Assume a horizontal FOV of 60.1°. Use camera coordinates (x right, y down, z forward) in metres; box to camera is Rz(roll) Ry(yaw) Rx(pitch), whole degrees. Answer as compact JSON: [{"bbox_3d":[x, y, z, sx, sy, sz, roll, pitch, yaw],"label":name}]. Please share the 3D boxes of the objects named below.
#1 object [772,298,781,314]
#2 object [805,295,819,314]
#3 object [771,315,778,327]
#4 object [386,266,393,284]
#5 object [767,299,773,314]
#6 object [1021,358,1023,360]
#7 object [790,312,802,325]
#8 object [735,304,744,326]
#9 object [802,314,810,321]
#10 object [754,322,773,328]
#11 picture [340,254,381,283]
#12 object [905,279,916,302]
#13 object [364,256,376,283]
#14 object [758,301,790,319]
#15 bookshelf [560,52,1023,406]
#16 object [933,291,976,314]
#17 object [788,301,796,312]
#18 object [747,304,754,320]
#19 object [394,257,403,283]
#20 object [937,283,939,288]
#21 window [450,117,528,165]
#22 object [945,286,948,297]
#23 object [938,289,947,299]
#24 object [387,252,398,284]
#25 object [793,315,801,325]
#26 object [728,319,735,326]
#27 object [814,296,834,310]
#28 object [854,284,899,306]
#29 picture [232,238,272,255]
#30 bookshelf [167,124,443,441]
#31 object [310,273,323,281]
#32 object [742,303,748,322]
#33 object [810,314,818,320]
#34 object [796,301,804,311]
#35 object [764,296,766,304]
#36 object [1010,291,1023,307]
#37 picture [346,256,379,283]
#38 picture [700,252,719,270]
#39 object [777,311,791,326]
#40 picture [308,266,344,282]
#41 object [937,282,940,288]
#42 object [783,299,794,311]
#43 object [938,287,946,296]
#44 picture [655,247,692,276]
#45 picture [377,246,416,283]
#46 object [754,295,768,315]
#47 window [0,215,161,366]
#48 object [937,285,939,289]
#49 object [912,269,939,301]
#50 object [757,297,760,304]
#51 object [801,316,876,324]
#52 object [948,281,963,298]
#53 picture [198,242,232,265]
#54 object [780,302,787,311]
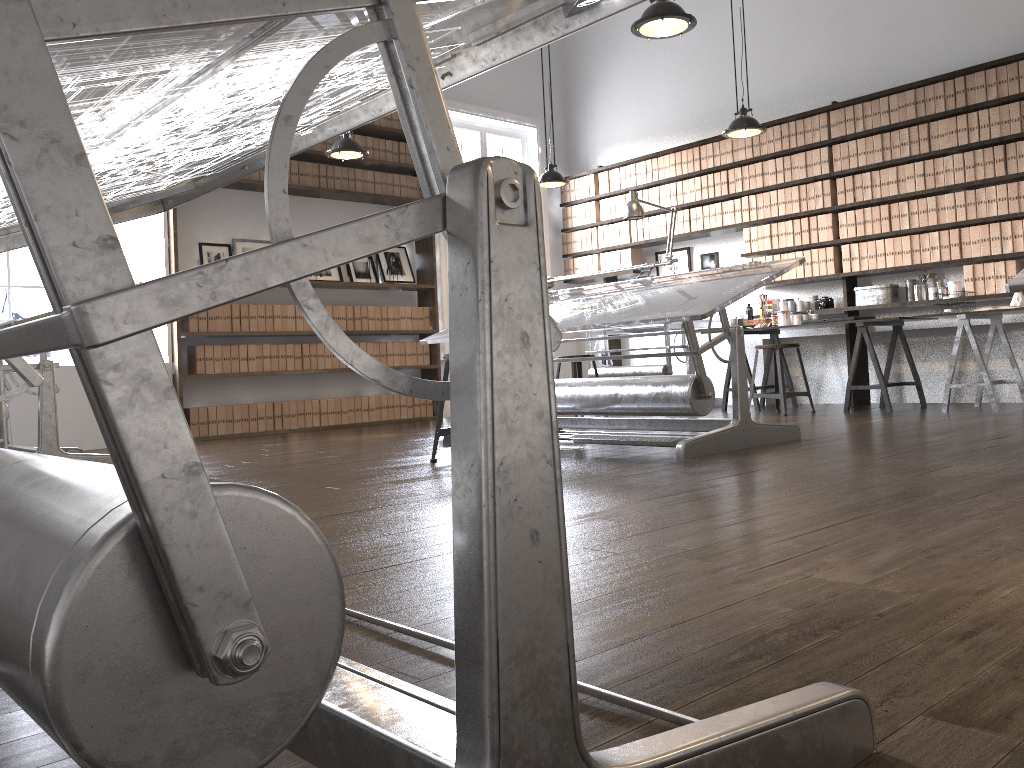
[{"bbox_3d":[2.297,-0.675,7.686,0.070,0.130,0.070,-3,-1,-4],"label":"object"},{"bbox_3d":[2.518,-0.660,7.413,0.107,0.162,0.236,-3,0,14],"label":"object"},{"bbox_3d":[2.173,-0.515,7.333,0.049,0.112,0.049,-4,-2,45],"label":"object"},{"bbox_3d":[-1.109,-0.984,8.032,0.066,0.166,0.040,-1,-2,-42],"label":"object"},{"bbox_3d":[2.248,-0.674,7.737,0.051,0.140,0.050,-1,-2,-44],"label":"object"},{"bbox_3d":[2.202,0.078,3.455,0.353,0.378,0.352,-3,-1,-20],"label":"object"},{"bbox_3d":[2.358,-0.532,7.346,0.094,0.128,0.094,-2,-1,-38],"label":"object"},{"bbox_3d":[1.934,-0.569,7.542,0.068,0.230,0.069,-1,-3,-45],"label":"object"},{"bbox_3d":[2.400,-0.519,7.225,0.062,0.093,0.063,-3,-1,7],"label":"object"},{"bbox_3d":[2.051,-0.476,7.245,0.132,0.050,0.197,-3,1,-13],"label":"object"},{"bbox_3d":[-1.398,-1.067,8.047,0.434,0.362,0.095,-2,-2,-42],"label":"picture"},{"bbox_3d":[3.108,-0.718,6.897,0.078,0.188,0.079,-4,-2,27],"label":"object"},{"bbox_3d":[-1.272,-1.022,7.925,0.124,0.261,0.040,-1,-2,-42],"label":"object"},{"bbox_3d":[2.241,-0.624,7.510,0.345,0.146,0.077,-3,-1,-19],"label":"object"},{"bbox_3d":[3.763,-0.734,6.127,0.373,3.212,9.161,-1,-1,-42],"label":"bookshelf"},{"bbox_3d":[3.139,-0.568,6.273,0.284,0.161,0.203,-3,0,-42],"label":"object"},{"bbox_3d":[2.374,-0.653,7.514,0.062,0.093,0.063,-3,-1,34],"label":"object"},{"bbox_3d":[2.050,-0.576,7.646,0.068,0.230,0.069,-1,-3,-45],"label":"object"},{"bbox_3d":[-1.057,-1.037,8.167,0.110,0.262,0.040,-1,-2,-42],"label":"object"},{"bbox_3d":[3.187,-0.693,6.603,0.004,0.127,0.028,-1,-3,-43],"label":"object"},{"bbox_3d":[-0.253,-1.497,8.963,1.245,2.313,0.153,-2,-2,-42],"label":"window"},{"bbox_3d":[3.258,-0.680,6.606,0.044,0.101,0.045,-1,-2,-39],"label":"object"},{"bbox_3d":[3.254,-0.676,6.617,0.181,0.093,0.062,-3,-1,-28],"label":"object"},{"bbox_3d":[-1.091,-1.055,8.101,0.118,0.305,0.040,-1,-2,-42],"label":"object"},{"bbox_3d":[2.330,-0.516,7.237,0.062,0.094,0.062,-3,-1,-2],"label":"object"},{"bbox_3d":[1.881,-0.505,7.582,0.068,0.104,0.068,-2,-1,-37],"label":"object"},{"bbox_3d":[2.568,-0.667,7.312,0.091,0.109,0.170,-2,0,-42],"label":"object"},{"bbox_3d":[2.887,-0.698,7.012,0.193,0.152,0.316,-3,0,-42],"label":"object"},{"bbox_3d":[-2.118,-1.026,7.399,0.416,0.366,0.083,-2,-2,-42],"label":"picture"},{"bbox_3d":[-1.757,-0.753,7.661,2.475,3.730,0.411,-2,-2,-42],"label":"bookshelf"},{"bbox_3d":[-1.694,-0.996,7.530,0.174,0.261,0.040,-2,-2,-42],"label":"object"},{"bbox_3d":[1.987,-0.576,7.589,0.068,0.238,0.069,-1,-3,-45],"label":"object"},{"bbox_3d":[2.466,-0.522,7.223,0.062,0.094,0.062,-3,-1,7],"label":"object"},{"bbox_3d":[2.432,-0.655,7.482,0.062,0.094,0.062,-4,-1,34],"label":"object"},{"bbox_3d":[2.120,-0.648,7.458,0.006,0.193,0.055,-1,-3,-43],"label":"object"},{"bbox_3d":[3.477,-0.605,6.081,0.101,0.209,0.101,-3,-1,3],"label":"object"},{"bbox_3d":[-1.359,-1.034,8.023,0.290,0.291,0.127,-2,-1,-42],"label":"picture"},{"bbox_3d":[1.871,-1.094,8.357,0.022,0.285,0.201,-1,-2,-42],"label":"picture"},{"bbox_3d":[2.246,-0.532,7.310,0.105,0.142,0.104,-4,-1,41],"label":"object"},{"bbox_3d":[-1.674,-1.066,7.734,0.373,0.392,0.148,-2,-2,-42],"label":"picture"},{"bbox_3d":[3.193,-0.701,6.603,0.041,0.125,0.008,-4,-2,37],"label":"object"},{"bbox_3d":[2.390,-0.668,7.640,0.094,0.128,0.094,-3,-1,-11],"label":"object"},{"bbox_3d":[3.238,-0.680,6.660,0.062,0.093,0.063,-3,-1,10],"label":"object"},{"bbox_3d":[1.588,-1.028,8.659,0.040,0.576,0.414,-1,-2,-42],"label":"picture"},{"bbox_3d":[-1.093,-1.121,8.284,0.343,0.365,0.160,-2,-2,-42],"label":"picture"},{"bbox_3d":[2.172,-0.687,7.714,0.108,0.177,0.106,-2,-2,-40],"label":"object"},{"bbox_3d":[-3.284,-1.301,6.407,1.483,2.502,0.153,-2,-2,-42],"label":"window"},{"bbox_3d":[3.181,-0.688,6.587,0.035,0.103,0.004,-4,-3,44],"label":"object"},{"bbox_3d":[3.142,-0.766,6.741,0.181,0.272,0.156,-3,-1,32],"label":"object"},{"bbox_3d":[2.105,-0.641,7.470,0.008,0.186,0.071,-1,-2,-41],"label":"object"},{"bbox_3d":[2.469,-0.480,6.705,0.312,0.033,0.445,-4,1,-42],"label":"object"},{"bbox_3d":[3.272,-0.692,6.538,0.094,0.128,0.094,-2,-1,-35],"label":"object"},{"bbox_3d":[-2.394,-0.984,7.175,0.267,0.316,0.058,-2,-2,-42],"label":"picture"},{"bbox_3d":[2.317,-0.651,7.555,0.062,0.094,0.062,-4,-1,34],"label":"object"}]
